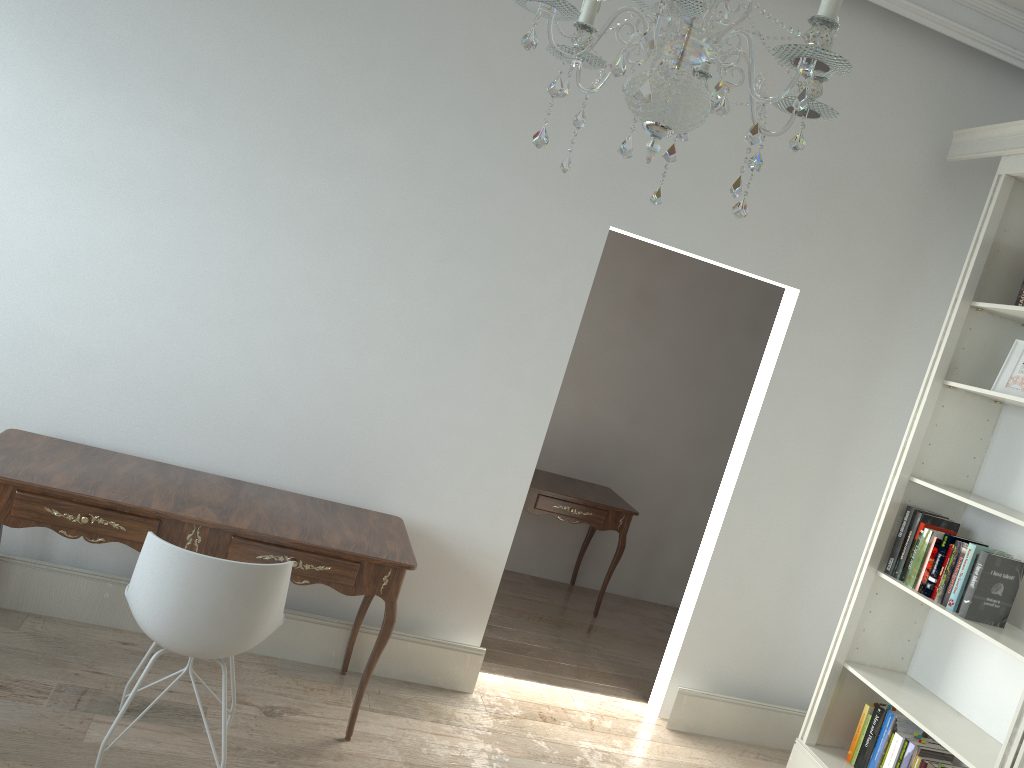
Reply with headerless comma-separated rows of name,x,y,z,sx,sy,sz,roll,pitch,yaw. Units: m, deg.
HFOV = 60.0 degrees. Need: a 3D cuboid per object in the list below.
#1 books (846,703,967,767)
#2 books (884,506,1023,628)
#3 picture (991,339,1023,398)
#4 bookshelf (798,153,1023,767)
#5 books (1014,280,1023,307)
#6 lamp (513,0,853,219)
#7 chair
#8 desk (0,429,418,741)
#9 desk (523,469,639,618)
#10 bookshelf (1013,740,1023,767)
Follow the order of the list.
books,1.590,1.490,3.299,0.207,0.302,0.762,16,6,-14
books,1.707,0.695,3.419,0.205,0.291,0.465,16,6,-15
picture,1.961,-0.049,3.391,0.094,0.228,0.153,12,7,-40
bookshelf,1.857,0.430,3.203,0.399,2.523,0.972,16,6,-15
books,2.157,-0.347,3.150,0.201,0.301,0.691,16,6,-14
lamp,0.601,-1.568,1.475,0.577,2.542,0.648,12,8,-45
chair,-0.950,0.773,2.675,0.478,0.715,0.514,15,6,-15
desk,-1.139,0.700,3.077,1.443,0.668,0.555,16,6,-15
desk,0.200,0.903,5.190,0.800,0.668,0.555,16,6,-15
bookshelf,2.069,0.587,2.268,0.399,2.523,0.972,16,6,-15
